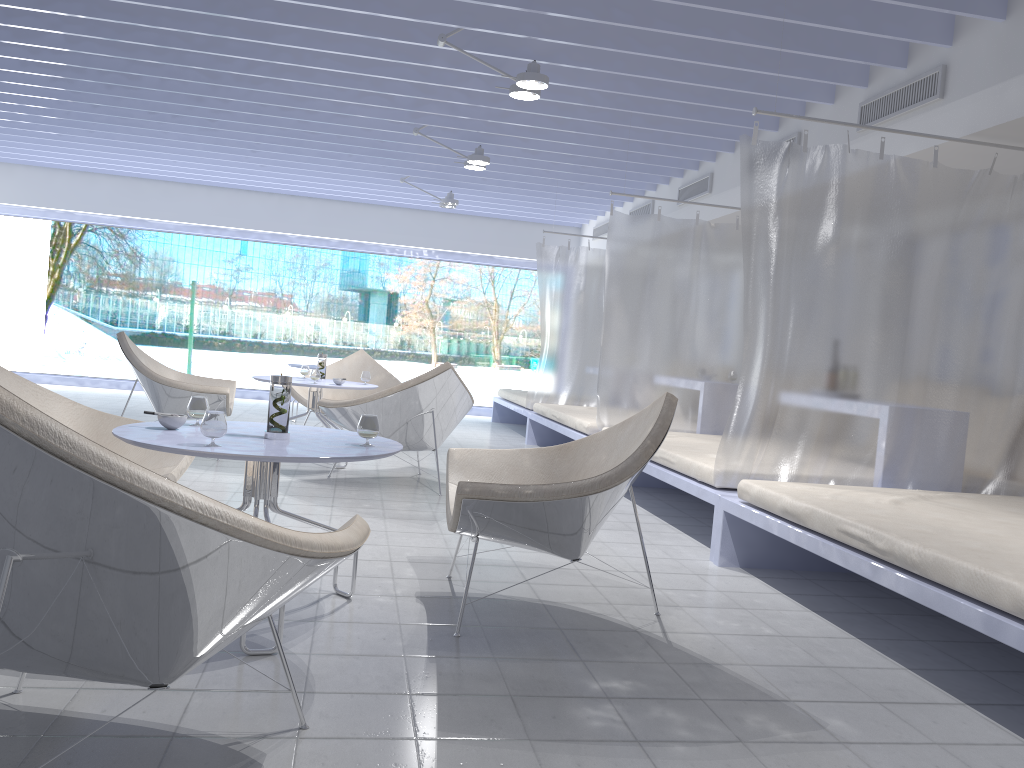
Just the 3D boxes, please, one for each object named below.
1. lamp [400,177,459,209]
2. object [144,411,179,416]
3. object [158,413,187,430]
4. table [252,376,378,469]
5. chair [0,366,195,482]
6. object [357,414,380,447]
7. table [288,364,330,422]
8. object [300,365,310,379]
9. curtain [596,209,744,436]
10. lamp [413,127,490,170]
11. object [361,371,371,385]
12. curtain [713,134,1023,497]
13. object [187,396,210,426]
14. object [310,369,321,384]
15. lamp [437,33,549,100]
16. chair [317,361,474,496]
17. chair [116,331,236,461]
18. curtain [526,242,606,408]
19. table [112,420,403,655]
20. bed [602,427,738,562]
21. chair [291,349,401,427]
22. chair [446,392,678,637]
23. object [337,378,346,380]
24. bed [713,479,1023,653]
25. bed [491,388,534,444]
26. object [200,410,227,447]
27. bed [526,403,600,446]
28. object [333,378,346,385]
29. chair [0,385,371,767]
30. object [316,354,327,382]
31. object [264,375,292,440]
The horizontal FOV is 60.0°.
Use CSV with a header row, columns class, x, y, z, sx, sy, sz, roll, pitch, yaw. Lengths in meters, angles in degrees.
class,x,y,z,sx,sy,sz,roll,pitch,yaw
lamp,-0.827,-1.905,8.813,0.587,0.218,0.380,5,2,-10
object,-1.032,0.090,2.612,0.098,0.016,0.012,5,2,-11
object,-1.002,0.112,2.614,0.082,0.043,0.082,5,2,-9
table,-1.332,0.248,5.942,0.825,0.534,0.823,4,2,-19
chair,-1.543,0.233,2.830,0.753,0.759,0.906,5,2,7
object,-0.426,0.137,2.633,0.068,0.091,0.068,4,2,-20
table,-1.780,0.108,8.625,0.825,0.534,0.823,7,3,37
object,-1.440,-0.085,6.171,0.068,0.091,0.068,5,2,12
curtain,1.572,-0.331,6.187,1.998,1.559,0.125,5,2,-12
lamp,-0.466,-1.796,6.738,0.587,0.218,0.380,5,2,-10
object,-0.995,-0.041,6.036,0.068,0.091,0.068,4,2,-18
curtain,1.911,-0.240,4.016,2.050,1.552,0.151,5,2,-10
object,-0.979,0.084,2.767,0.068,0.091,0.068,4,2,-20
object,-1.250,-0.048,5.634,0.068,0.091,0.068,6,2,18
lamp,-0.108,-1.687,4.682,0.587,0.218,0.380,5,2,-10
chair,-0.605,0.222,5.288,0.906,0.759,0.753,3,3,-40
chair,-2.227,0.061,5.822,0.753,0.759,0.906,4,2,-15
curtain,1.155,-0.470,8.362,2.050,1.552,0.151,5,2,-10
table,-0.760,0.422,2.644,0.825,0.534,0.823,4,3,-33
bed,1.709,0.599,5.145,2.022,0.422,2.200,5,2,-10
chair,-1.263,0.102,6.948,0.906,0.759,0.753,5,2,0
chair,0.166,0.377,2.967,0.753,0.759,0.906,5,2,-6
object,-1.093,-0.031,5.675,0.012,0.016,0.098,3,3,-44
bed,2.072,0.710,2.968,2.016,0.427,2.200,5,2,-10
bed,0.953,0.369,9.490,2.022,0.422,2.200,5,2,-10
object,-0.784,0.118,2.334,0.068,0.091,0.068,4,2,-20
bed,1.316,0.480,7.313,2.016,0.427,2.200,5,2,-10
object,-1.112,-0.014,5.702,0.082,0.043,0.082,3,3,-42
chair,-0.770,0.347,1.602,0.906,0.759,0.753,5,2,5
object,-1.279,-0.111,5.956,0.075,0.189,0.075,4,2,-18
object,-0.687,0.069,2.616,0.075,0.185,0.075,7,3,43
